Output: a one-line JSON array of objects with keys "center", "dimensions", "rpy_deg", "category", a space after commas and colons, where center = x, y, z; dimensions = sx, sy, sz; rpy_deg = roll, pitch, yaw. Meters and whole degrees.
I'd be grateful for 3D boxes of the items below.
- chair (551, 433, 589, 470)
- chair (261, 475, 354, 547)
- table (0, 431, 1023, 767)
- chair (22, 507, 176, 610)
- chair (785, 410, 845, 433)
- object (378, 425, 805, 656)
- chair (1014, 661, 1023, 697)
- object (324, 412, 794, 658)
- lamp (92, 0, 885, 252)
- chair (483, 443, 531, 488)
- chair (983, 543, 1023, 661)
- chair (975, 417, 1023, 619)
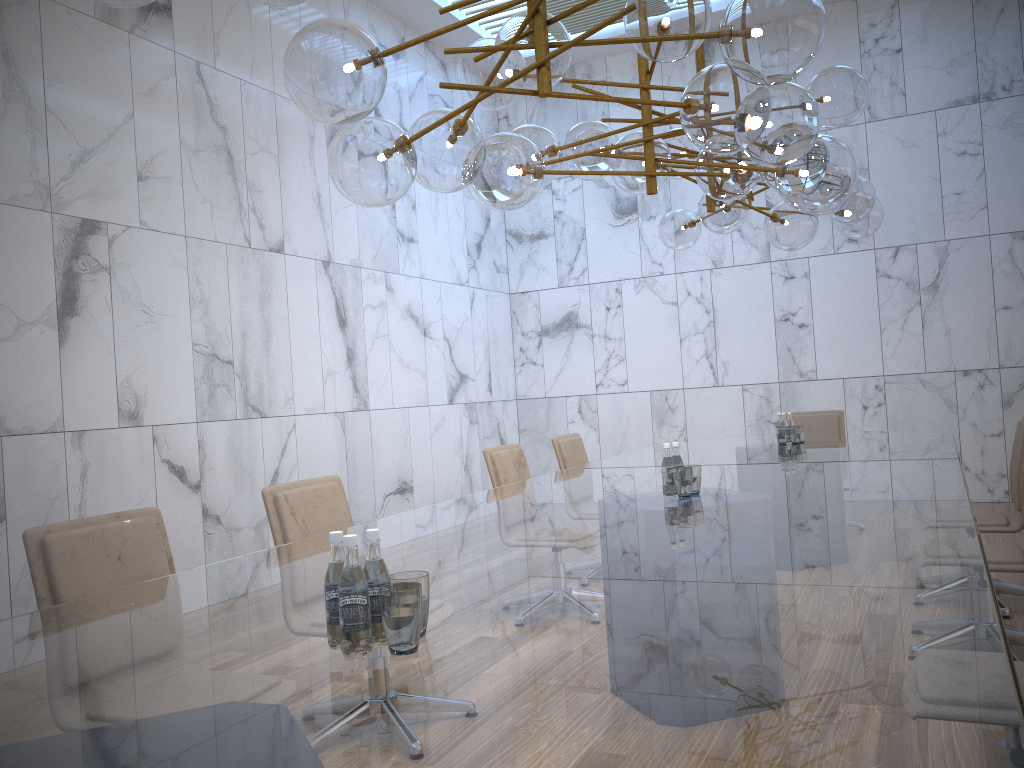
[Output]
[{"center": [0.656, 0.834, 6.065], "dimensions": [0.697, 1.000, 0.726], "rpy_deg": [-4, -1, 25], "category": "chair"}, {"center": [-0.574, 0.875, 3.498], "dimensions": [0.697, 1.000, 0.726], "rpy_deg": [-4, -1, 25], "category": "chair"}, {"center": [0.715, 0.868, 3.604], "dimensions": [2.092, 0.835, 7.924], "rpy_deg": [-4, -1, 26], "category": "table"}, {"center": [-1.000, 0.889, 2.607], "dimensions": [0.697, 1.000, 0.726], "rpy_deg": [-4, -1, 25], "category": "chair"}, {"center": [2.461, 0.733, 7.263], "dimensions": [0.726, 1.000, 0.697], "rpy_deg": [-4, -1, 26], "category": "chair"}, {"center": [0.848, 0.387, 3.874], "dimensions": [0.183, 0.117, 5.112], "rpy_deg": [-4, -1, 26], "category": "object"}, {"center": [1.312, 0.731, 2.269], "dimensions": [0.697, 1.000, 0.726], "rpy_deg": [-4, -1, 26], "category": "chair"}, {"center": [0.807, 0.342, 3.908], "dimensions": [0.124, 0.213, 5.189], "rpy_deg": [-4, -1, 26], "category": "object"}, {"center": [0.476, -1.936, 3.541], "dimensions": [1.557, 2.716, 5.672], "rpy_deg": [-4, -1, 26], "category": "lamp"}, {"center": [0.224, 0.848, 5.163], "dimensions": [0.697, 1.000, 0.726], "rpy_deg": [-4, -1, 25], "category": "chair"}, {"center": [2.111, 0.704, 3.938], "dimensions": [0.697, 1.000, 0.726], "rpy_deg": [-4, -1, 26], "category": "chair"}, {"center": [2.540, 0.690, 4.833], "dimensions": [0.697, 1.000, 0.726], "rpy_deg": [-4, -1, 26], "category": "chair"}]
